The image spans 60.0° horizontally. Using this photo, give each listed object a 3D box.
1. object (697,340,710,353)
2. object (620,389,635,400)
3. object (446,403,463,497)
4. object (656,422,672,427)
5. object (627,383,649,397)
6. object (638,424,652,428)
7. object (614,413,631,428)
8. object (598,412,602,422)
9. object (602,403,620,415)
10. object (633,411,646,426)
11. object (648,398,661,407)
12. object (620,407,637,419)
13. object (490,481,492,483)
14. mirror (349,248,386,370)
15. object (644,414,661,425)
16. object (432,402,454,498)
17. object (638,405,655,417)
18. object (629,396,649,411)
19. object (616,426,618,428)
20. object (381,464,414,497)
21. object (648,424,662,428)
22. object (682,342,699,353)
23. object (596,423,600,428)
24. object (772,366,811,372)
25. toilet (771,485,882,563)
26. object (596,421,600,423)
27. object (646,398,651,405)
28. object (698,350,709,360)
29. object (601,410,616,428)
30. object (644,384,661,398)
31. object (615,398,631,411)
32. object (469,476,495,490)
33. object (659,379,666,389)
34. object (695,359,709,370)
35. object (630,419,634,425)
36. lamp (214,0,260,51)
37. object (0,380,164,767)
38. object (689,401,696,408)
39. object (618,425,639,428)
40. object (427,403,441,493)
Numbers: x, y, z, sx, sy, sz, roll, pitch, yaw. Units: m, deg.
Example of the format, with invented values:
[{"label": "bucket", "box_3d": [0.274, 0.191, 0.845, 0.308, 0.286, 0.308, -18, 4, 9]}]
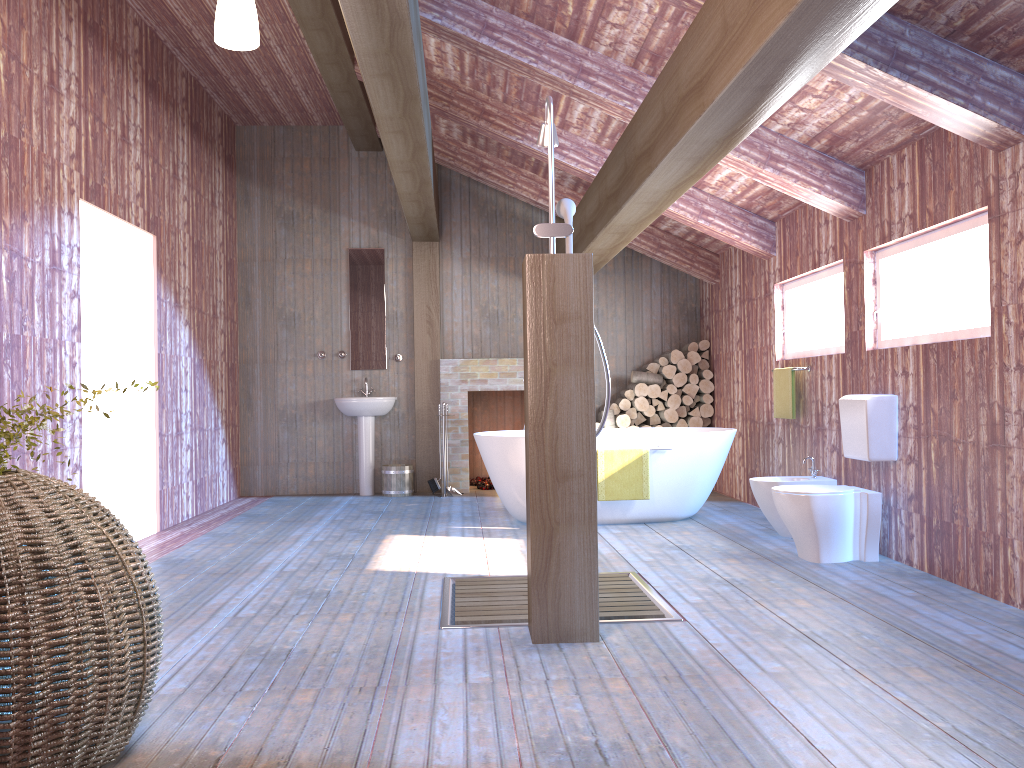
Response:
[{"label": "object", "box_3d": [1.851, -0.368, 8.705, 0.112, 0.113, 0.271, -1, -1, -3]}, {"label": "object", "box_3d": [1.124, 0.104, 8.626, 0.106, 0.112, 0.282, -1, -1, -2]}, {"label": "object", "box_3d": [-0.589, 0.618, 8.385, 0.206, 0.871, 0.126, -2, -1, 40]}, {"label": "object", "box_3d": [1.484, 0.432, 8.733, 0.116, 0.118, 0.289, -1, -1, -6]}, {"label": "object", "box_3d": [1.220, 0.055, 8.628, 0.135, 0.145, 0.439, -1, -1, -3]}, {"label": "object", "box_3d": [1.275, 0.447, 8.625, 0.114, 0.120, 0.303, -1, -1, -2]}, {"label": "object", "box_3d": [1.043, 0.351, 8.610, 0.138, 0.147, 0.440, -1, -1, -3]}, {"label": "object", "box_3d": [0.916, 0.329, 8.712, 0.108, 0.113, 0.302, -1, -1, -3]}, {"label": "object", "box_3d": [0.967, 0.243, 8.648, 0.114, 0.113, 0.301, -1, -1, -6]}, {"label": "object", "box_3d": [1.227, 0.335, 8.717, 0.128, 0.150, 0.323, -1, -1, -3]}, {"label": "object", "box_3d": [1.380, 0.177, 8.631, 0.088, 0.092, 0.280, -1, -1, -2]}, {"label": "object", "box_3d": [1.131, 0.284, 8.625, 0.111, 0.113, 0.301, -1, -1, -4]}, {"label": "object", "box_3d": [-0.120, 0.912, 9.206, 0.221, 0.306, 0.121, -1, -1, 24]}, {"label": "mirror", "box_3d": [-1.422, -0.737, 8.729, 0.350, 1.199, 0.009, -1, -1, -3]}, {"label": "object", "box_3d": [1.376, 0.347, 8.728, 0.104, 0.127, 0.321, -1, -1, -3]}, {"label": "object", "box_3d": [-0.669, 0.618, 8.444, 0.276, 0.888, 0.333, -2, -1, 39]}, {"label": "object", "box_3d": [1.309, 0.255, 8.622, 0.115, 0.123, 0.291, -1, -1, -2]}, {"label": "object", "box_3d": [1.210, 0.192, 8.619, 0.141, 0.143, 0.437, -1, -1, -5]}, {"label": "object", "box_3d": [0.977, 0.451, 8.698, 0.121, 0.124, 0.291, -1, -1, -2]}, {"label": "object", "box_3d": [-1.094, 0.923, 8.492, 0.309, 0.290, 0.308, -1, -1, 7]}, {"label": "object", "box_3d": [1.378, 0.442, 8.627, 0.098, 0.100, 0.437, -1, -1, -5]}, {"label": "object", "box_3d": [1.745, -0.343, 8.697, 0.104, 0.121, 0.270, -1, -1, -2]}, {"label": "object", "box_3d": [0.789, 0.437, 8.604, 0.139, 0.137, 0.455, -1, -1, -5]}, {"label": "object", "box_3d": [1.972, -0.101, 6.315, 0.091, 0.043, 0.581, -1, -1, -3]}, {"label": "toilet", "box_3d": [1.725, 0.779, 4.949, 0.534, 0.400, 0.375, -1, -1, -2]}, {"label": "object", "box_3d": [0.876, 0.412, 8.707, 0.099, 0.093, 0.280, -1, -1, -2]}, {"label": "object", "box_3d": [1.305, 0.169, 8.611, 0.057, 0.061, 0.156, -1, -1, -4]}, {"label": "object", "box_3d": [1.855, -0.283, 8.719, 0.081, 0.100, 0.281, -1, -1, -3]}, {"label": "object", "box_3d": [0.923, 0.393, 8.431, 0.147, 0.298, 0.109, -1, -1, -1]}, {"label": "object", "box_3d": [1.335, 0.067, 8.634, 0.138, 0.147, 0.440, -1, -1, -3]}, {"label": "object", "box_3d": [1.072, 0.195, 8.607, 0.115, 0.123, 0.291, -1, -1, -2]}, {"label": "object", "box_3d": [-0.063, 1.034, 9.362, 0.829, 0.085, 0.935, -1, -1, -21]}, {"label": "object", "box_3d": [1.430, -0.011, 8.735, 0.121, 0.124, 0.291, -1, -1, -2]}, {"label": "object", "box_3d": [1.849, -0.186, 8.702, 0.107, 0.115, 0.269, -1, -1, -2]}, {"label": "object", "box_3d": [1.138, 0.365, 8.625, 0.064, 0.068, 0.174, -1, -1, -4]}, {"label": "lamp", "box_3d": [-1.115, -1.874, 3.577, 0.174, 1.001, 0.174, -1, -1, -22]}, {"label": "object", "box_3d": [-1.439, 0.476, 2.334, 0.972, 1.073, 0.970, -1, -1, -23]}, {"label": "object", "box_3d": [1.734, 0.198, 8.641, 0.067, 0.069, 0.177, -1, -1, -3]}, {"label": "object", "box_3d": [1.132, 0.458, 8.629, 0.139, 0.148, 0.458, -1, -1, -3]}, {"label": "object", "box_3d": [-0.737, 0.608, 8.389, 0.136, 0.846, 0.062, -1, -1, -22]}]
